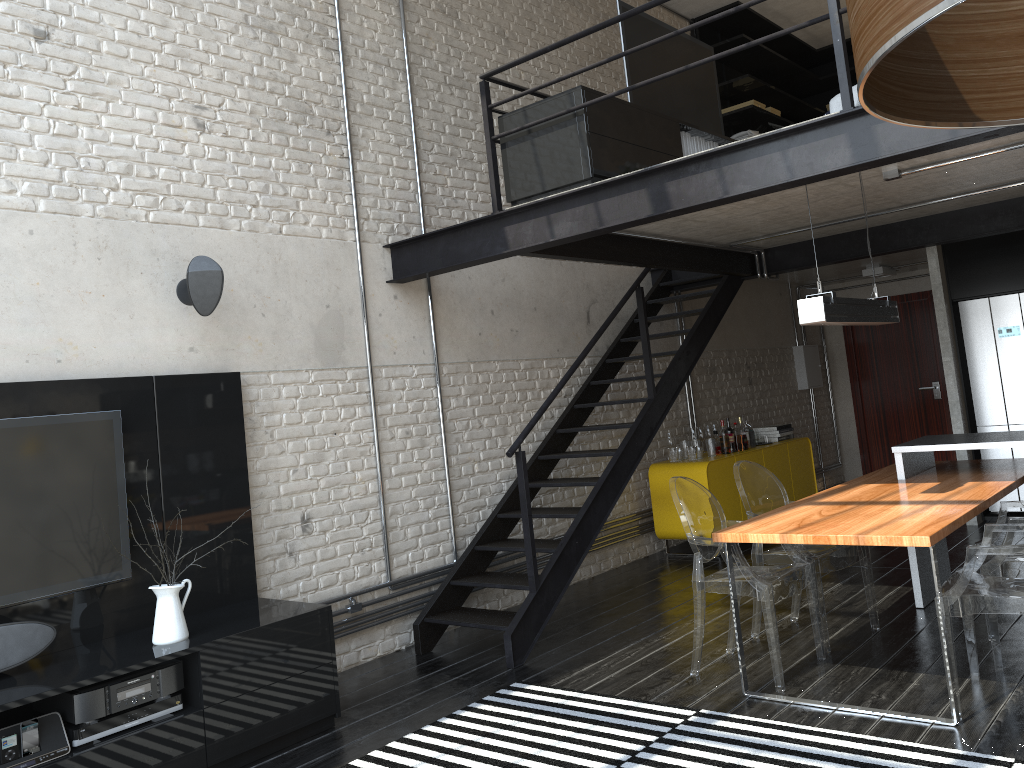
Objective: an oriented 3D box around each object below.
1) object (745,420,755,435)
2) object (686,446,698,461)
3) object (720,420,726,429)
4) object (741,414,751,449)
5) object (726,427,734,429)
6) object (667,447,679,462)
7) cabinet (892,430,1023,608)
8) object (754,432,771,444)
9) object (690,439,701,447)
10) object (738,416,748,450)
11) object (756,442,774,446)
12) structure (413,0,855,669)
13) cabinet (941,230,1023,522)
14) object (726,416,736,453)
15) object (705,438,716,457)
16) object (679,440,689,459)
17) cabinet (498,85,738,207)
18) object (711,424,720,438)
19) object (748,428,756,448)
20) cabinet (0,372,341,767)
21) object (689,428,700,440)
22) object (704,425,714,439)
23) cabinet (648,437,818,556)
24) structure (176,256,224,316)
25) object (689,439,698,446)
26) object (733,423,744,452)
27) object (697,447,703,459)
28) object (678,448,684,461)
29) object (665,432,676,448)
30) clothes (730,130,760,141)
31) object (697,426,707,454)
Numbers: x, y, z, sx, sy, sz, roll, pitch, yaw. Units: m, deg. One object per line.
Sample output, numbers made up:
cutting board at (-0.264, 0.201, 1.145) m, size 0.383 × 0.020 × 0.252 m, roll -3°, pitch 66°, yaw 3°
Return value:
object at (2.267, 0.467, 8.503) m, size 0.119 × 0.240 × 0.118 m, roll -3°, pitch -5°, yaw -33°
object at (1.522, 0.584, 7.472) m, size 0.096 × 0.120 × 0.095 m, roll -4°, pitch -4°, yaw -33°
object at (1.912, 0.469, 7.988) m, size 0.115 × 0.293 × 0.114 m, roll -4°, pitch -5°, yaw -22°
object at (2.126, 0.435, 8.094) m, size 0.072 × 0.322 × 0.073 m, roll -9°, pitch -6°, yaw 31°
object at (2.004, 0.501, 8.079) m, size 0.101 × 0.212 × 0.100 m, roll -3°, pitch -5°, yaw -35°
object at (1.370, 0.601, 7.508) m, size 0.095 × 0.120 × 0.095 m, roll -6°, pitch -3°, yaw 2°
cabinet at (4.051, 0.602, 5.376) m, size 2.419 × 1.009 × 2.749 m, roll -8°, pitch -2°, yaw 40°
object at (2.400, 0.517, 8.472) m, size 0.099 × 0.108 × 0.227 m, roll -5°, pitch -2°, yaw -22°
object at (1.597, 0.563, 7.669) m, size 0.087 × 0.156 × 0.087 m, roll -3°, pitch -5°, yaw -37°
object at (2.081, 0.446, 8.018) m, size 0.081 × 0.308 × 0.081 m, roll -9°, pitch -6°, yaw 34°
object at (2.341, 0.574, 8.442) m, size 0.299 × 0.012 × 0.299 m, roll -6°, pitch -1°, yaw 20°
structure at (2.287, -0.393, 5.277) m, size 4.760 × 3.356 × 3.791 m, roll -8°, pitch -4°, yaw 40°
cabinet at (4.866, -0.189, 7.002) m, size 2.308 × 2.486 × 0.553 m, roll -9°, pitch -5°, yaw 40°
object at (1.932, 0.445, 7.857) m, size 0.079 × 0.331 × 0.079 m, roll -9°, pitch -5°, yaw 31°
object at (1.722, 0.550, 7.661) m, size 0.087 × 0.156 × 0.087 m, roll -3°, pitch -5°, yaw -37°
object at (1.511, 0.573, 7.726) m, size 0.087 × 0.156 × 0.087 m, roll -3°, pitch -5°, yaw -37°
cabinet at (1.195, -1.397, 6.169) m, size 0.603 × 0.554 × 3.183 m, roll -8°, pitch -3°, yaw 40°
object at (1.911, 0.499, 8.284) m, size 0.092 × 0.246 × 0.092 m, roll -6°, pitch -4°, yaw 1°
object at (2.177, 0.503, 8.182) m, size 0.135 × 0.183 × 0.052 m, roll -5°, pitch -5°, yaw -13°
cabinet at (-2.161, 0.849, 3.256) m, size 0.730 × 1.731 × 3.109 m, roll -10°, pitch -4°, yaw 40°
object at (1.655, 0.520, 8.002) m, size 0.092 × 0.246 × 0.092 m, roll -6°, pitch -4°, yaw 1°
object at (1.831, 0.505, 8.188) m, size 0.092 × 0.246 × 0.092 m, roll -6°, pitch -4°, yaw 1°
cabinet at (2.102, 0.986, 8.131) m, size 0.545 × 0.773 × 2.203 m, roll -9°, pitch -3°, yaw 40°
structure at (-1.585, -0.494, 4.486) m, size 0.178 × 0.307 × 0.356 m, roll -4°, pitch -4°, yaw -32°
object at (1.601, 0.565, 7.767) m, size 0.087 × 0.156 × 0.087 m, roll -3°, pitch -5°, yaw -37°
object at (2.013, 0.476, 7.924) m, size 0.099 × 0.259 × 0.067 m, roll -2°, pitch -6°, yaw -45°
object at (1.592, 0.589, 7.554) m, size 0.093 × 0.100 × 0.092 m, roll -5°, pitch -3°, yaw -12°
object at (1.435, 0.607, 7.593) m, size 0.093 × 0.100 × 0.092 m, roll -5°, pitch -3°, yaw -12°
object at (1.373, 0.541, 7.643) m, size 0.092 × 0.246 × 0.092 m, roll -8°, pitch -5°, yaw 23°
clothes at (2.513, -2.530, 9.412) m, size 0.473 × 0.317 × 0.348 m, roll -4°, pitch -4°, yaw -45°
object at (1.739, 0.513, 8.092) m, size 0.092 × 0.246 × 0.092 m, roll -6°, pitch -4°, yaw 1°
